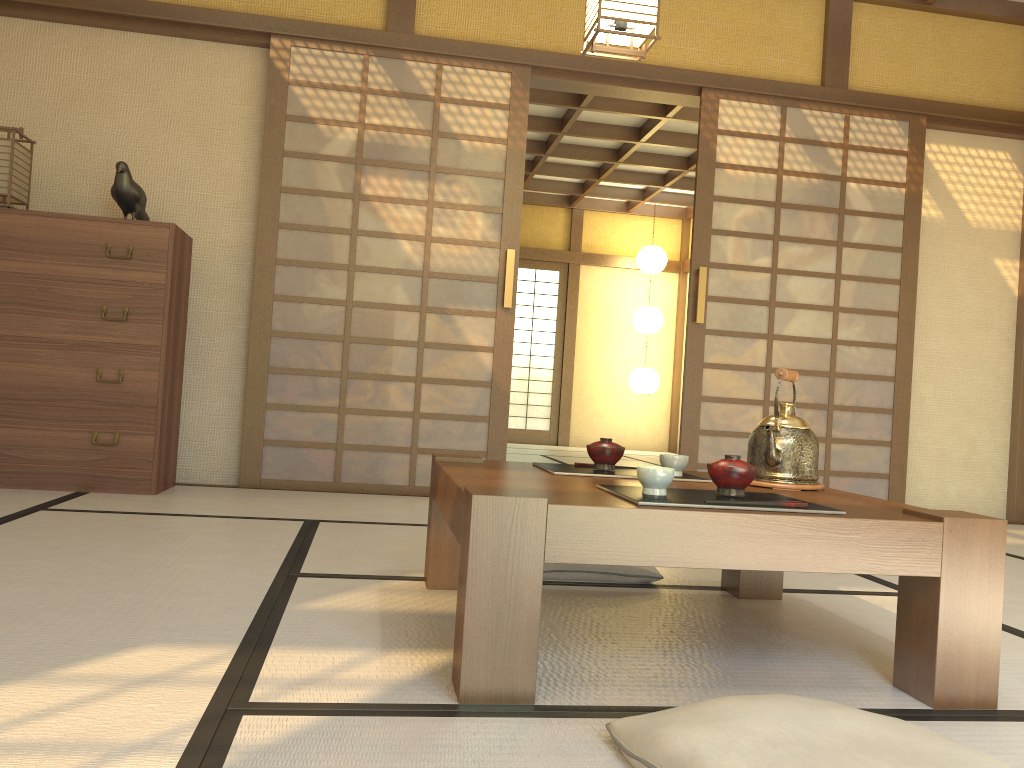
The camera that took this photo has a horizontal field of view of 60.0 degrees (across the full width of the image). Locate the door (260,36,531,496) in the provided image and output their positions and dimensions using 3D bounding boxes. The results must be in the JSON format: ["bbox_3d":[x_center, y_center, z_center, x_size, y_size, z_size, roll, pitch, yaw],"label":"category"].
[{"bbox_3d":[-0.583,-0.570,4.539,1.230,2.265,0.076,4,-1,-9],"label":"door"}]

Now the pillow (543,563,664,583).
[{"bbox_3d":[0.183,0.541,2.821,0.486,0.107,0.496,4,-1,-5],"label":"pillow"}]

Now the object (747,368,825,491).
[{"bbox_3d":[0.680,0.109,2.228,0.219,0.296,0.226,4,-1,-14],"label":"object"}]

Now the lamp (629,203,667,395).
[{"bbox_3d":[1.615,-1.028,10.414,0.363,2.297,0.363,4,-1,3],"label":"lamp"}]

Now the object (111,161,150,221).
[{"bbox_3d":[-1.832,-0.863,4.118,0.383,0.282,0.360,4,-1,-19],"label":"object"}]

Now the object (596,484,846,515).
[{"bbox_3d":[0.399,0.227,1.759,0.400,0.007,0.300,4,-1,-9],"label":"object"}]

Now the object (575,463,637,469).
[{"bbox_3d":[0.268,0.224,2.418,0.200,0.008,0.008,4,-1,-15],"label":"object"}]

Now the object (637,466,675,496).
[{"bbox_3d":[0.280,0.190,1.738,0.074,0.052,0.073,3,-1,34],"label":"object"}]

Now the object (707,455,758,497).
[{"bbox_3d":[0.445,0.184,1.795,0.100,0.080,0.100,4,-1,-9],"label":"object"}]

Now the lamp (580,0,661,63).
[{"bbox_3d":[0.421,-1.748,3.209,0.240,1.129,0.240,4,-1,-9],"label":"lamp"}]

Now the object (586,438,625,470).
[{"bbox_3d":[0.242,0.180,2.296,0.100,0.080,0.100,4,-1,-9],"label":"object"}]

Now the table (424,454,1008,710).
[{"bbox_3d":[0.337,0.398,2.056,1.000,0.350,1.000,4,-1,-9],"label":"table"}]

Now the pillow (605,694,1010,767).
[{"bbox_3d":[0.438,0.528,1.202,0.496,0.107,0.486,4,-1,-15],"label":"pillow"}]

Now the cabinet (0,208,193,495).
[{"bbox_3d":[-2.045,-0.136,3.975,1.020,1.200,0.421,4,-1,-9],"label":"cabinet"}]

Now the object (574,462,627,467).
[{"bbox_3d":[0.268,0.224,2.431,0.200,0.008,0.008,4,-1,-11],"label":"object"}]

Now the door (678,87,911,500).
[{"bbox_3d":[1.551,-0.427,4.875,1.230,2.265,0.076,4,-1,-9],"label":"door"}]

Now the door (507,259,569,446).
[{"bbox_3d":[-0.810,-0.451,10.584,2.890,2.230,0.140,4,-1,-9],"label":"door"}]

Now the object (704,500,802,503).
[{"bbox_3d":[0.454,0.222,1.671,0.200,0.008,0.008,4,-1,-13],"label":"object"}]

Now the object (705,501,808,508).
[{"bbox_3d":[0.456,0.222,1.653,0.200,0.008,0.008,4,-1,-8],"label":"object"}]

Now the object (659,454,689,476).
[{"bbox_3d":[0.414,0.208,2.273,0.074,0.052,0.073,3,-1,34],"label":"object"}]

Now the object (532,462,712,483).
[{"bbox_3d":[0.276,0.230,2.314,0.400,0.007,0.300,4,-1,-9],"label":"object"}]

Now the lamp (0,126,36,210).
[{"bbox_3d":[-2.303,-0.955,3.954,0.240,0.400,0.240,4,-1,-9],"label":"lamp"}]
